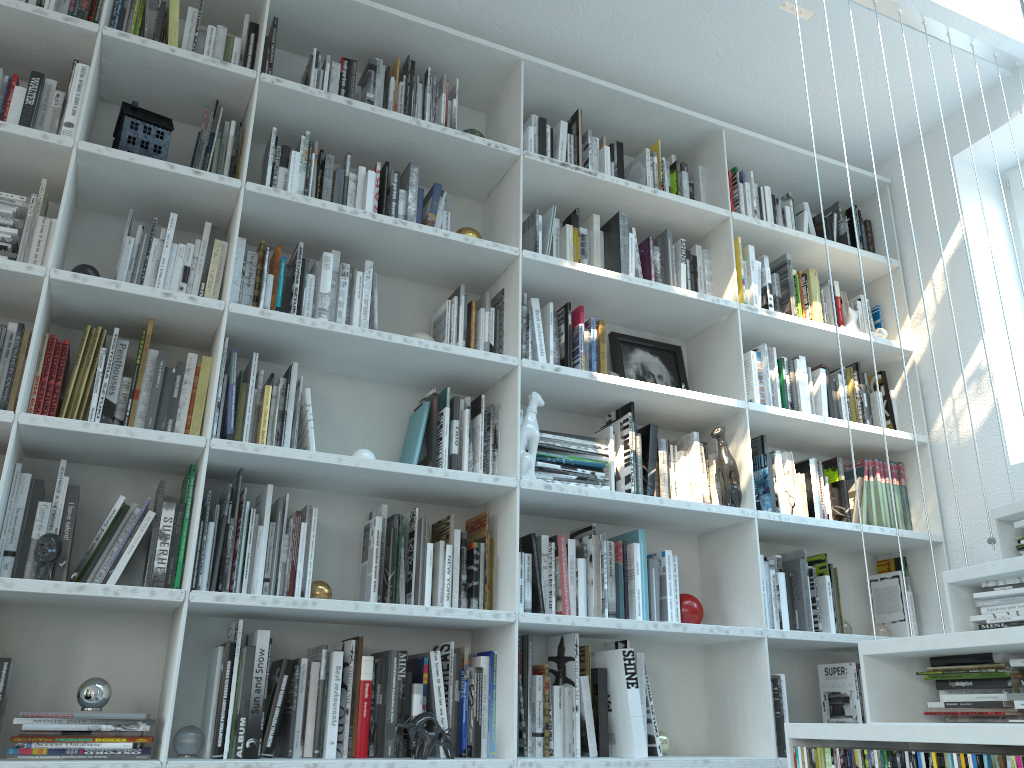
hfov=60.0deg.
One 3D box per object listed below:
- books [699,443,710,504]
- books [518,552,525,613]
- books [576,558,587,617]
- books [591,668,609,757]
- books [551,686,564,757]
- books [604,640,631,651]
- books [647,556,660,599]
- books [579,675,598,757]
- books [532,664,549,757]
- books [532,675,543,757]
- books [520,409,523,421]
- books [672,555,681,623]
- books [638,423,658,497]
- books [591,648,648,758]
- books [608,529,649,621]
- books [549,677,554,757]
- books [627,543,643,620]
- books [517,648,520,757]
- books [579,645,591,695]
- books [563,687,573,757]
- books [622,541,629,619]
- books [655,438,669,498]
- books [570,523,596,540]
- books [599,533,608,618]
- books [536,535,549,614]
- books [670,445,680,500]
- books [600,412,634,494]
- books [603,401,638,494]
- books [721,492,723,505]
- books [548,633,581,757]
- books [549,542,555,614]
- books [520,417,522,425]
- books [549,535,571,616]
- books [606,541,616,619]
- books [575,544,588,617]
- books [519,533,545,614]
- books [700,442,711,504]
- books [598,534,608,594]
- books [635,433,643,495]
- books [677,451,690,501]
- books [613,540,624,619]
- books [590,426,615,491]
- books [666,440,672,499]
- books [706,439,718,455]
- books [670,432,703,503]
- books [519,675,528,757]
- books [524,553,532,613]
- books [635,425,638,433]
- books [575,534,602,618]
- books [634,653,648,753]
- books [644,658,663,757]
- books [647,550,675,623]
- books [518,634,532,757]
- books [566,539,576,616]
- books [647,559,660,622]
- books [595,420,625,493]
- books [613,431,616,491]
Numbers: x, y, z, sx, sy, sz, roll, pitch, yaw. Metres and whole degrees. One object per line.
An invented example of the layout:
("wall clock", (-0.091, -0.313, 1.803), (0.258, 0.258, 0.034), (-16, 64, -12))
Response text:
("books", (0.599, 0.337, 3.000), (0.041, 0.238, 0.177), (10, -22, -23))
("books", (-0.007, 0.601, 2.611), (0.023, 0.185, 0.160), (10, -22, -23))
("books", (0.168, 0.631, 2.678), (0.028, 0.181, 0.187), (10, -22, -23))
("books", (0.224, 0.962, 2.600), (0.031, 0.238, 0.172), (10, -22, -23))
("books", (0.102, 0.967, 2.545), (0.030, 0.187, 0.140), (10, -22, -23))
("books", (0.320, 0.944, 2.671), (0.012, 0.324, 0.136), (10, -22, -23))
("books", (0.420, 0.666, 2.812), (0.037, 0.218, 0.140), (10, -22, -23))
("books", (0.179, 0.963, 2.573), (0.052, 0.216, 0.185), (10, -22, -23))
("books", (0.065, 0.929, 2.526), (0.015, 0.242, 0.157), (10, -22, -23))
("books", (0.043, 0.943, 2.522), (0.023, 0.213, 0.164), (10, -22, -23))
("books", (-0.009, 0.224, 2.763), (0.028, 0.266, 0.138), (10, -22, -23))
("books", (0.474, 0.671, 2.829), (0.027, 0.222, 0.170), (10, -22, -23))
("books", (0.418, 0.287, 2.934), (0.059, 0.281, 0.168), (10, -22, -23))
("books", (0.290, 0.933, 2.593), (0.075, 0.290, 0.256), (10, -22, -23))
("books", (0.364, 0.615, 2.780), (0.026, 0.289, 0.181), (10, -22, -23))
("books", (0.078, 0.952, 2.538), (0.025, 0.209, 0.137), (10, -22, -23))
("books", (0.343, 0.632, 2.760), (0.023, 0.243, 0.190), (10, -22, -23))
("books", (-0.015, 0.899, 2.510), (0.015, 0.285, 0.138), (10, -22, -23))
("books", (0.198, 0.934, 2.619), (0.010, 0.303, 0.132), (10, -22, -23))
("books", (0.130, 0.970, 2.550), (0.024, 0.184, 0.149), (10, -22, -23))
("books", (0.316, 0.632, 2.776), (0.012, 0.253, 0.161), (10, -22, -23))
("books", (0.465, 0.317, 2.954), (0.031, 0.241, 0.147), (10, -22, -23))
("books", (0.220, 0.589, 2.729), (0.013, 0.298, 0.148), (10, -22, -23))
("books", (0.238, 0.603, 2.713), (0.012, 0.261, 0.187), (10, -22, -23))
("books", (0.067, 0.588, 2.660), (0.024, 0.246, 0.144), (10, -22, -23))
("books", (0.513, 0.335, 2.991), (0.028, 0.234, 0.129), (10, -22, -23))
("books", (0.342, 0.261, 2.893), (0.011, 0.299, 0.184), (10, -22, -23))
("books", (0.353, 0.244, 2.903), (0.010, 0.338, 0.180), (10, -22, -23))
("books", (0.670, 0.379, 3.022), (0.027, 0.178, 0.166), (10, -22, -23))
("books", (0.150, 0.903, 2.580), (0.014, 0.332, 0.169), (10, -22, -23))
("books", (0.088, 0.598, 2.652), (0.011, 0.222, 0.163), (10, -22, -23))
("books", (-0.022, 0.232, 2.719), (0.027, 0.220, 0.184), (10, -22, -23))
("books", (0.114, 0.590, 2.661), (0.045, 0.245, 0.186), (10, -22, -23))
("books", (0.266, 0.624, 2.746), (0.026, 0.245, 0.166), (10, -22, -23))
("books", (0.182, 0.615, 2.702), (0.012, 0.228, 0.179), (10, -22, -23))
("books", (0.039, 0.580, 2.636), (0.047, 0.243, 0.178), (10, -22, -23))
("books", (0.622, 0.340, 3.027), (0.024, 0.254, 0.145), (10, -22, -23))
("books", (0.250, 0.608, 2.741), (0.011, 0.271, 0.152), (10, -22, -23))
("books", (0.367, 0.298, 2.900), (0.030, 0.235, 0.180), (10, -22, -23))
("books", (0.540, 0.348, 2.992), (0.025, 0.212, 0.156), (10, -22, -23))
("books", (0.292, 0.620, 2.738), (0.014, 0.248, 0.177), (10, -22, -23))
("books", (0.285, 0.279, 2.877), (0.012, 0.253, 0.161), (10, -22, -23))
("books", (0.486, 0.324, 2.983), (0.031, 0.249, 0.133), (10, -22, -23))
("books", (0.685, 0.344, 3.076), (0.029, 0.282, 0.139), (10, -22, -23))
("books", (0.572, 0.317, 2.991), (0.021, 0.270, 0.192), (10, -22, -23))
("books", (0.002, 0.941, 2.516), (0.033, 0.212, 0.140), (10, -22, -23))
("books", (0.014, 0.605, 2.617), (0.022, 0.183, 0.163), (10, -22, -23))
("books", (0.379, 0.286, 2.931), (0.014, 0.279, 0.131), (10, -22, -23))
("books", (0.211, 0.599, 2.695), (0.028, 0.254, 0.192), (10, -22, -23))
("books", (0.346, 0.958, 2.653), (0.025, 0.286, 0.160), (10, -22, -23))
("books", (0.382, 0.975, 2.677), (0.062, 0.273, 0.148), (10, -22, -23))
("books", (0.452, 0.660, 2.820), (0.025, 0.234, 0.182), (10, -22, -23))
("books", (0.023, 0.891, 2.544), (0.013, 0.325, 0.131), (10, -22, -23))
("books", (0.140, 0.604, 2.687), (0.026, 0.238, 0.177), (10, -22, -23))
("books", (0.396, 0.664, 2.783), (0.030, 0.200, 0.190), (10, -22, -23))
("books", (0.321, 0.274, 2.908), (0.012, 0.284, 0.160), (10, -22, -23))
("books", (0.294, 0.290, 2.898), (0.023, 0.246, 0.138), (10, -22, -23))
